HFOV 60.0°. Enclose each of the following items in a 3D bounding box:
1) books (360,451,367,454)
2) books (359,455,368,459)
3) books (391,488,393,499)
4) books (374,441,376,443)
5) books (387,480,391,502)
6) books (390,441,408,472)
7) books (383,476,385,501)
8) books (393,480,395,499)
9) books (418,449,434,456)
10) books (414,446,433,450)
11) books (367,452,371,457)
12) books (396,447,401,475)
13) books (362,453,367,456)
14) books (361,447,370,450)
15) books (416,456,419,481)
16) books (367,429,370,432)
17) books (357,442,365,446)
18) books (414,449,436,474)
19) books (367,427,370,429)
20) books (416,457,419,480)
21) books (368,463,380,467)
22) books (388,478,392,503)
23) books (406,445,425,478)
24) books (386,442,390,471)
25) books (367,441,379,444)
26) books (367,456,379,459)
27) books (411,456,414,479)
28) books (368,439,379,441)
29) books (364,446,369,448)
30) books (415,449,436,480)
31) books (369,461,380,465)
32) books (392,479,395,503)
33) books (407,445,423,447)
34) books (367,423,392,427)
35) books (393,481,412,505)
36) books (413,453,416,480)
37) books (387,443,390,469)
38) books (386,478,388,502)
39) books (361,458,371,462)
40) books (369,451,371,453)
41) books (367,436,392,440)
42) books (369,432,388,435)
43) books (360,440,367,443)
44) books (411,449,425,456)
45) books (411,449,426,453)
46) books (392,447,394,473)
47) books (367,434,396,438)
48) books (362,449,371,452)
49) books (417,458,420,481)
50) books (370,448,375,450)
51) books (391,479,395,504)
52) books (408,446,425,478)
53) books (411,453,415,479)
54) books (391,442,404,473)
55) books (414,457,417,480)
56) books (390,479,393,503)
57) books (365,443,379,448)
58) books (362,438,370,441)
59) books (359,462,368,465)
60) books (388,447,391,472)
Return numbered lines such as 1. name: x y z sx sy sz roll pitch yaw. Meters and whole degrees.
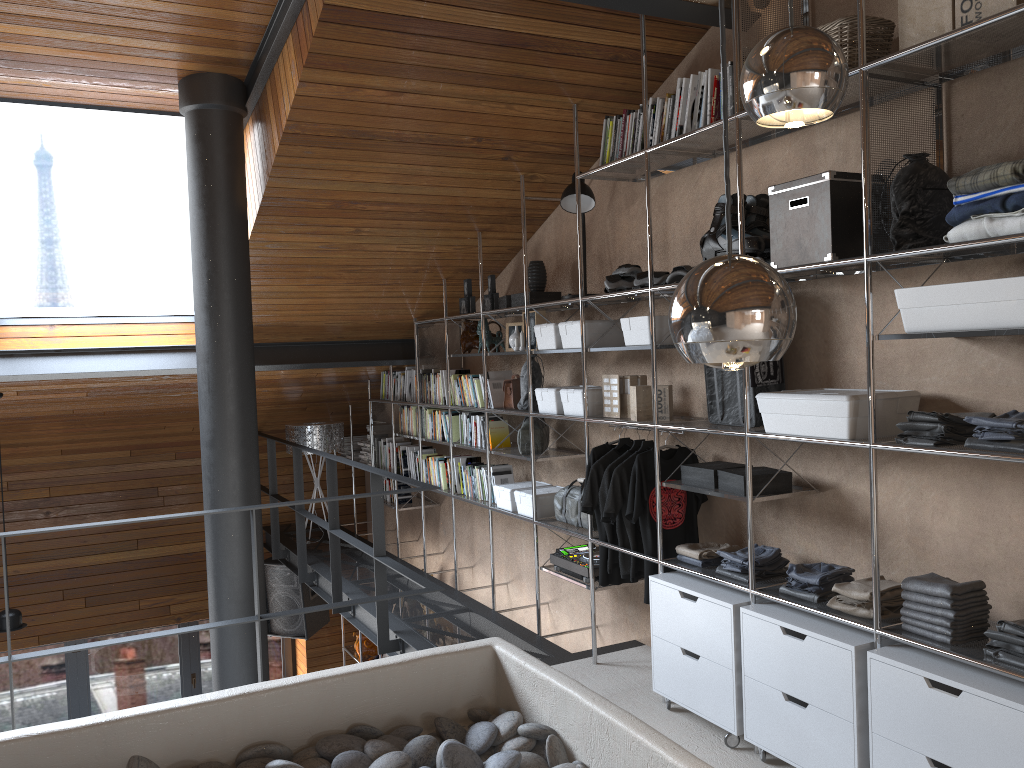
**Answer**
1. books: -1.175 0.586 7.716 0.234 0.016 0.182 -4 2 -37
2. books: -1.187 0.625 7.728 0.240 0.028 0.180 -4 2 -37
3. books: -0.900 0.854 7.095 0.126 0.197 0.047 -3 2 -27
4. books: -1.070 0.473 7.464 0.222 0.012 0.160 -3 2 -21
5. books: -0.951 0.861 7.158 0.112 0.177 0.009 -3 2 -27
6. books: -0.903 0.581 7.111 0.146 0.240 0.023 -3 2 -27
7. books: -0.973 0.836 7.255 0.161 0.223 0.017 -3 2 -27
8. books: -0.872 0.844 7.033 0.137 0.216 0.049 -3 2 -27
9. books: -0.619 0.597 6.481 0.122 0.230 0.057 -3 2 -27
10. books: -0.659 0.590 6.700 0.148 0.233 0.053 -3 2 -27
11. books: -1.074 0.587 7.457 0.258 0.028 0.180 -3 2 -21
12. books: -0.847 0.598 6.913 0.137 0.215 0.014 -3 2 -27
13. books: -1.174 0.602 7.718 0.234 0.016 0.182 -3 2 -22
14. books: -1.184 0.554 7.736 0.206 0.012 0.161 -4 2 -37
15. books: -0.642 0.619 6.533 0.117 0.182 0.044 -3 2 -27
16. books: -1.087 0.385 7.468 0.216 0.021 0.174 -3 2 -27
17. books: -1.190 0.514 7.725 0.268 0.025 0.176 -3 2 -27
18. books: -0.636 0.596 6.590 0.177 0.217 0.046 -3 2 -27
19. books: -1.087 0.366 7.468 0.228 0.016 0.182 -3 2 -27
20. books: -0.642 0.623 6.520 0.112 0.176 0.039 -3 2 -27
21. books: -1.067 0.673 7.458 0.247 0.016 0.182 -3 2 -27
22. books: -0.911 0.841 7.130 0.155 0.215 0.055 -3 2 -27
23. books: -0.725 0.590 6.761 0.148 0.233 0.053 -3 2 -27
24. books: -0.937 0.585 7.148 0.148 0.234 0.013 -3 2 -27
25. books: -1.083 0.487 7.463 0.254 0.012 0.158 -3 2 -15
26. books: -1.066 0.607 7.462 0.258 0.016 0.181 -3 2 -25
27. books: -0.687 0.609 6.639 0.127 0.200 0.046 -3 2 -27
28. books: -1.091 0.462 7.473 0.201 0.012 0.161 -3 2 -27
29. books: -1.176 0.542 7.742 0.208 0.013 0.161 -3 2 -22
30. books: -0.633 0.599 6.556 0.161 0.222 0.055 -3 2 -27
31. books: -1.069 0.654 7.462 0.239 0.021 0.174 -3 2 -21
32. books: -0.877 0.848 7.045 0.131 0.205 0.051 -3 2 -27
33. books: -0.723 0.588 6.796 0.143 0.236 0.062 -3 2 -27
34. books: -1.087 0.350 7.480 0.228 0.016 0.182 -3 2 -27
35. books: -0.866 0.855 7.018 0.138 0.191 0.049 -3 2 -27
36. books: -0.667 0.610 6.591 0.127 0.200 0.046 -3 2 -27
37. books: -0.927 0.584 7.138 0.148 0.234 0.013 -3 2 -27
38. books: -0.958 0.851 7.165 0.111 0.198 0.008 -3 2 -27
39. books: -1.183 0.649 7.732 0.222 0.021 0.174 -3 2 -27
40. books: -1.070 0.566 7.466 0.222 0.012 0.160 -3 2 -33
41. books: -1.094 0.447 7.462 0.208 0.017 0.167 -3 2 -27
42. books: -1.061 0.408 7.463 0.234 0.028 0.180 -3 2 -27
43. books: -1.198 0.494 7.732 0.231 0.012 0.159 -3 2 -22
44. books: -0.667 0.599 6.638 0.164 0.217 0.048 -3 2 -27
45. books: -0.662 0.599 6.629 0.171 0.218 0.047 -3 2 -27
46. books: -0.873 0.600 7.025 0.148 0.206 0.018 -3 2 -27
47. books: -1.080 0.430 7.453 0.228 0.016 0.182 -3 2 -27
48. books: -1.174 0.569 7.732 0.213 0.017 0.167 -3 2 -32
49. books: -0.634 0.625 6.494 0.111 0.174 0.041 -3 2 -27
50. books: -1.062 0.539 7.459 0.225 0.017 0.167 -3 2 -27
51. books: -0.897 0.844 7.083 0.133 0.218 0.051 -3 2 -27
52. books: -0.703 0.591 6.718 0.148 0.233 0.053 -3 2 -27
53. books: -0.679 0.610 6.598 0.127 0.200 0.046 -3 2 -27
54. books: -0.892 0.585 7.082 0.148 0.234 0.013 -3 2 -27
55. books: -0.664 0.624 6.576 0.119 0.171 0.044 -3 2 -27
56. books: -0.909 0.848 7.110 0.123 0.203 0.054 -3 2 -27
57. books: -1.076 0.506 7.455 0.288 0.025 0.175 -3 2 -21
58. books: -1.183 0.481 7.735 0.206 0.012 0.161 -3 2 -27
59. books: -1.193 0.684 7.739 0.234 0.016 0.182 -3 2 -27
60. books: -0.921 0.602 7.124 0.143 0.199 0.019 -3 2 -27
